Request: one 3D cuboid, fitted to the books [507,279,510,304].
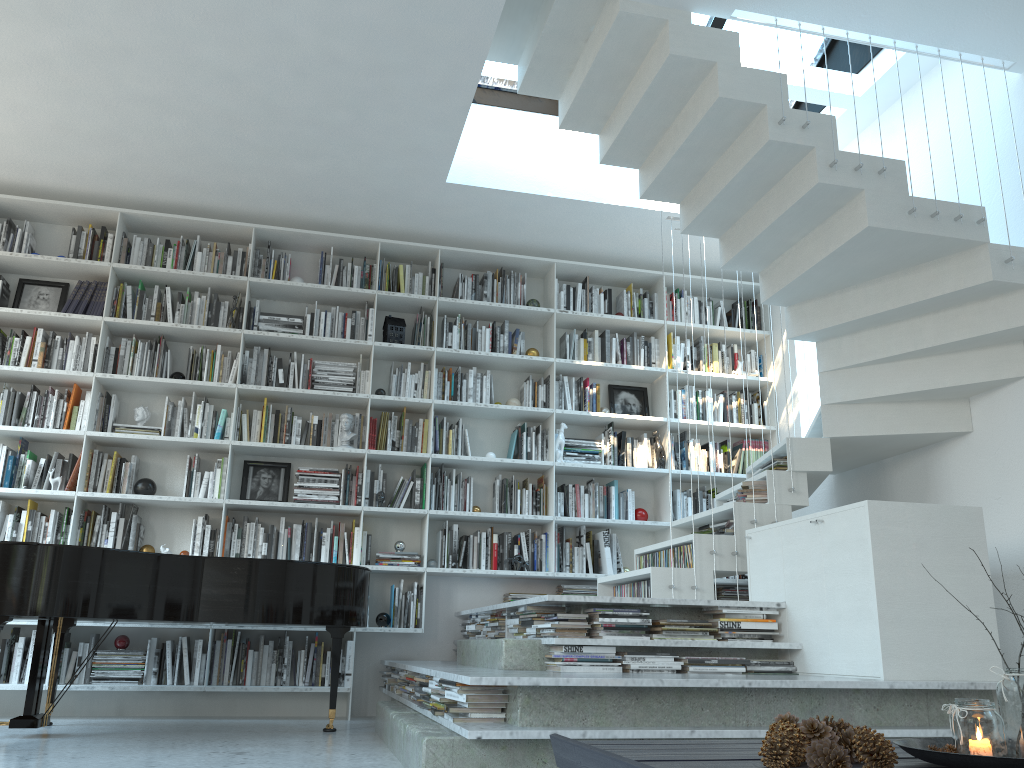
[{"bbox_3d":[-0.040,-0.620,6.447,0.024,0.251,0.150,5,-16,-12],"label":"books"}]

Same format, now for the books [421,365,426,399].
[{"bbox_3d":[-0.624,0.023,6.119,0.025,0.276,0.173,5,-16,-12],"label":"books"}]

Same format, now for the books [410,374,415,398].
[{"bbox_3d":[-0.694,0.054,6.086,0.027,0.196,0.185,5,-17,-12],"label":"books"}]

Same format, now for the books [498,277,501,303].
[{"bbox_3d":[-0.102,-0.626,6.428,0.008,0.250,0.170,5,-17,-12],"label":"books"}]

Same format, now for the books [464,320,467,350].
[{"bbox_3d":[-0.342,-0.301,6.297,0.012,0.275,0.133,5,-16,-12],"label":"books"}]

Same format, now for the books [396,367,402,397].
[{"bbox_3d":[-0.786,0.024,6.085,0.028,0.249,0.165,5,-16,-12],"label":"books"}]

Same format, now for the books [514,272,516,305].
[{"bbox_3d":[0.009,-0.643,6.487,0.008,0.320,0.134,5,-16,-12],"label":"books"}]

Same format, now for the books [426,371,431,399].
[{"bbox_3d":[-0.589,0.045,6.121,0.026,0.237,0.173,5,-17,-12],"label":"books"}]

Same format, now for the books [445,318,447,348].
[{"bbox_3d":[-0.479,-0.314,6.265,0.011,0.279,0.134,5,-16,-12],"label":"books"}]

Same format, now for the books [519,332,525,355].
[{"bbox_3d":[0.060,-0.245,6.379,0.026,0.228,0.141,5,-16,-12],"label":"books"}]

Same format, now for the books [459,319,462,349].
[{"bbox_3d":[-0.378,-0.306,6.267,0.010,0.268,0.166,5,-16,-12],"label":"books"}]

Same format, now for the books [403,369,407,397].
[{"bbox_3d":[-0.745,0.032,6.087,0.023,0.235,0.179,5,-17,-12],"label":"books"}]

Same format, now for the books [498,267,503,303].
[{"bbox_3d":[-0.094,-0.663,6.439,0.007,0.328,0.184,5,-16,-12],"label":"books"}]

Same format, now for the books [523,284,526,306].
[{"bbox_3d":[0.069,-0.593,6.456,0.014,0.208,0.188,5,-17,-12],"label":"books"}]

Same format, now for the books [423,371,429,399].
[{"bbox_3d":[-0.604,0.043,6.101,0.028,0.229,0.177,5,-17,-12],"label":"books"}]

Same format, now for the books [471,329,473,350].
[{"bbox_3d":[-0.302,-0.269,6.293,0.014,0.214,0.132,5,-16,-12],"label":"books"}]

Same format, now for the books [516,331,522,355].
[{"bbox_3d":[0.028,-0.246,6.352,0.048,0.216,0.183,5,-17,-12],"label":"books"}]

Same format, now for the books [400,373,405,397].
[{"bbox_3d":[-0.762,0.047,6.085,0.023,0.206,0.171,5,-17,-12],"label":"books"}]

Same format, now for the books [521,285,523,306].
[{"bbox_3d":[0.052,-0.594,6.461,0.018,0.214,0.158,5,-17,-12],"label":"books"}]

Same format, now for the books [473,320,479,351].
[{"bbox_3d":[-0.262,-0.299,6.311,0.013,0.283,0.155,5,-16,-12],"label":"books"}]

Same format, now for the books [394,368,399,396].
[{"bbox_3d":[-0.805,0.027,6.085,0.024,0.242,0.159,5,-16,-12],"label":"books"}]

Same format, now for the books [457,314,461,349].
[{"bbox_3d":[-0.389,-0.325,6.270,0.014,0.306,0.153,5,-16,-12],"label":"books"}]

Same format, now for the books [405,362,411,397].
[{"bbox_3d":[-0.724,0.009,6.076,0.028,0.274,0.187,5,-17,-12],"label":"books"}]

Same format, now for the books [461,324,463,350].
[{"bbox_3d":[-0.370,-0.287,6.273,0.012,0.235,0.166,5,-17,-12],"label":"books"}]

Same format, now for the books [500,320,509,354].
[{"bbox_3d":[-0.060,-0.290,6.330,0.029,0.284,0.184,5,-16,-12],"label":"books"}]

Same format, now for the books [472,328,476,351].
[{"bbox_3d":[-0.283,-0.271,6.302,0.028,0.223,0.142,5,-16,-12],"label":"books"}]

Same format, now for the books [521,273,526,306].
[{"bbox_3d":[0.080,-0.638,6.472,0.006,0.305,0.164,5,-16,-12],"label":"books"}]

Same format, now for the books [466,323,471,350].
[{"bbox_3d":[-0.318,-0.289,6.275,0.027,0.240,0.160,5,-17,-12],"label":"books"}]

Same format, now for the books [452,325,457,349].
[{"bbox_3d":[-0.418,-0.283,6.240,0.026,0.207,0.181,5,-17,-12],"label":"books"}]

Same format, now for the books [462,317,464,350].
[{"bbox_3d":[-0.356,-0.313,6.290,0.021,0.295,0.139,5,-16,-12],"label":"books"}]

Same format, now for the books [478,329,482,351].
[{"bbox_3d":[-0.244,-0.265,6.305,0.025,0.215,0.144,5,-17,-12],"label":"books"}]

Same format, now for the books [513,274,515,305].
[{"bbox_3d":[0.000,-0.638,6.465,0.019,0.298,0.137,5,-16,-12],"label":"books"}]

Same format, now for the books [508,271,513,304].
[{"bbox_3d":[-0.022,-0.647,6.450,0.008,0.306,0.183,5,-16,-12],"label":"books"}]

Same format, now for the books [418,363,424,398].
[{"bbox_3d":[-0.639,0.014,6.120,0.028,0.292,0.155,5,-16,-12],"label":"books"}]

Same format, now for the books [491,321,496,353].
[{"bbox_3d":[-0.142,-0.289,6.338,0.012,0.284,0.160,5,-16,-12],"label":"books"}]

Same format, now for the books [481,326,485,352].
[{"bbox_3d":[-0.218,-0.276,6.302,0.023,0.236,0.149,5,-16,-12],"label":"books"}]

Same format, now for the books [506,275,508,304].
[{"bbox_3d":[-0.056,-0.632,6.447,0.008,0.274,0.163,5,-16,-12],"label":"books"}]

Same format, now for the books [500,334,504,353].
[{"bbox_3d":[-0.091,-0.239,6.322,0.027,0.181,0.176,5,-17,-12],"label":"books"}]

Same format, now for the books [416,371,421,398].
[{"bbox_3d":[-0.656,0.041,6.106,0.024,0.233,0.150,5,-16,-12],"label":"books"}]

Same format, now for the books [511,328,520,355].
[{"bbox_3d":[0.009,-0.260,6.341,0.054,0.234,0.172,5,-17,-12],"label":"books"}]

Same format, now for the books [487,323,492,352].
[{"bbox_3d":[-0.170,-0.286,6.317,0.012,0.264,0.157,5,-16,-12],"label":"books"}]

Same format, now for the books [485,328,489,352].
[{"bbox_3d":[-0.193,-0.265,6.289,0.021,0.208,0.181,5,-17,-12],"label":"books"}]

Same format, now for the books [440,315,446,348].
[{"bbox_3d":[-0.486,-0.323,6.245,0.012,0.284,0.160,5,-16,-12],"label":"books"}]

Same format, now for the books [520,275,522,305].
[{"bbox_3d":[0.043,-0.630,6.455,0.008,0.277,0.181,5,-16,-12],"label":"books"}]

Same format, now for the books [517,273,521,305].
[{"bbox_3d":[0.032,-0.638,6.461,0.013,0.296,0.189,5,-16,-12],"label":"books"}]

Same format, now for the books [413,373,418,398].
[{"bbox_3d":[-0.673,0.049,6.093,0.029,0.210,0.158,5,-17,-12],"label":"books"}]

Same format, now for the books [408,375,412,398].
[{"bbox_3d":[-0.711,0.052,6.079,0.024,0.194,0.173,5,-17,-12],"label":"books"}]

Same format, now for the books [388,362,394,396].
[{"bbox_3d":[-0.835,0.004,6.085,0.018,0.284,0.160,5,-16,-12],"label":"books"}]

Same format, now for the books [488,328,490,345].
[{"bbox_3d":[-0.181,-0.267,6.307,0.011,0.221,0.159,5,-17,-12],"label":"books"}]

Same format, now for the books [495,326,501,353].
[{"bbox_3d":[-0.118,-0.270,6.319,0.030,0.237,0.186,5,-17,-12],"label":"books"}]

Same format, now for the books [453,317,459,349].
[{"bbox_3d":[-0.403,-0.313,6.270,0.011,0.282,0.173,5,-16,-12],"label":"books"}]

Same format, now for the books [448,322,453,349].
[{"bbox_3d":[-0.447,-0.298,6.256,0.026,0.242,0.148,5,-16,-12],"label":"books"}]

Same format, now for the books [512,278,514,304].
[{"bbox_3d":[-0.014,-0.621,6.452,0.014,0.258,0.150,5,-16,-12],"label":"books"}]

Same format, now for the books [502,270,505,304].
[{"bbox_3d":[-0.079,-0.653,6.422,0.015,0.298,0.183,5,-16,-12],"label":"books"}]

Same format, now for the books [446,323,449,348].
[{"bbox_3d":[-0.467,-0.296,6.257,0.012,0.239,0.139,5,-16,-12],"label":"books"}]

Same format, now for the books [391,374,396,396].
[{"bbox_3d":[-0.819,0.048,6.053,0.028,0.185,0.182,5,-17,-12],"label":"books"}]

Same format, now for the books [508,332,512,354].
[{"bbox_3d":[-0.035,-0.249,6.340,0.030,0.212,0.157,5,-17,-12],"label":"books"}]

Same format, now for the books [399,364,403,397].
[{"bbox_3d":[-0.772,0.013,6.092,0.019,0.274,0.146,5,-16,-12],"label":"books"}]
